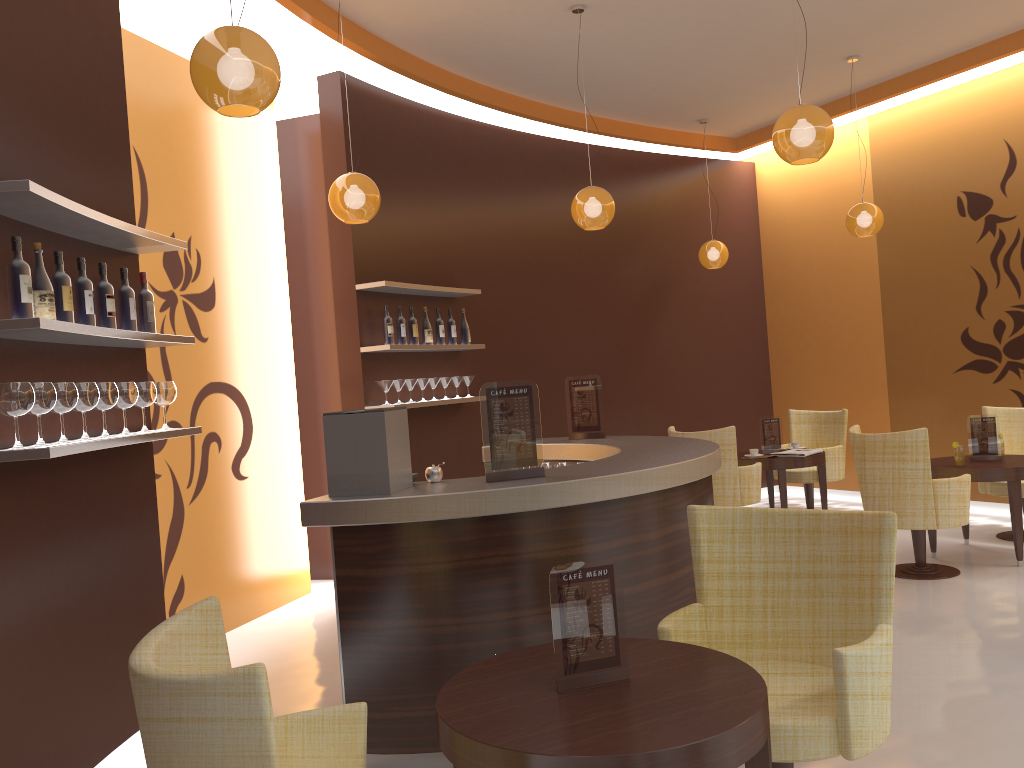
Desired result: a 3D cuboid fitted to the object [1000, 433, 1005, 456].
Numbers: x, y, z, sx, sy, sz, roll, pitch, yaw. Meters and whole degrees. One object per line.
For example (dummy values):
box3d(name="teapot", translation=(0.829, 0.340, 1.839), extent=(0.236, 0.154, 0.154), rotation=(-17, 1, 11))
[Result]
box3d(name="object", translation=(3.642, 0.456, 6.629), extent=(0.067, 0.171, 0.072), rotation=(-4, 0, 17))

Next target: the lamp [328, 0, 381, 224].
box3d(name="lamp", translation=(-0.957, -1.687, 5.137), extent=(0.299, 1.500, 0.299), rotation=(-4, 0, -13))

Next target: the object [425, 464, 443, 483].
box3d(name="object", translation=(-0.338, 0.388, 3.845), extent=(0.075, 0.077, 0.075), rotation=(-4, 0, 28))

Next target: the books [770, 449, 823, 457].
box3d(name="books", translation=(2.509, 0.606, 7.801), extent=(0.367, 0.035, 0.345), rotation=(-4, 0, -41))

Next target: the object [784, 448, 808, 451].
box3d(name="object", translation=(2.648, 0.601, 8.212), extent=(0.239, 0.021, 0.464), rotation=(-4, 0, -34))

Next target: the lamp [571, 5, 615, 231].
box3d(name="lamp", translation=(0.502, -1.799, 6.001), extent=(0.299, 1.500, 0.299), rotation=(-4, 0, -13))

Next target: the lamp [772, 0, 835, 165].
box3d(name="lamp", translation=(1.415, -1.863, 4.451), extent=(0.299, 1.500, 0.299), rotation=(-4, 0, 37))

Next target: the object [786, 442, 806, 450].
box3d(name="object", translation=(2.628, 0.573, 8.208), extent=(0.153, 0.069, 0.153), rotation=(-4, 0, 43))

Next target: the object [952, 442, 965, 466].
box3d(name="object", translation=(3.163, 0.493, 6.270), extent=(0.067, 0.171, 0.072), rotation=(-4, 0, 42))

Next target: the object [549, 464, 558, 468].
box3d(name="object", translation=(0.268, 0.582, 5.586), extent=(0.067, 0.148, 0.067), rotation=(-4, 0, -23))

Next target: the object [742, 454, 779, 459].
box3d(name="object", translation=(2.126, 0.641, 7.822), extent=(0.239, 0.021, 0.464), rotation=(-4, 0, -17))

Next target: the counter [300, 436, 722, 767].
box3d(name="counter", translation=(0.332, 0.925, 4.700), extent=(1.586, 1.100, 2.917), rotation=(-4, 0, 14))

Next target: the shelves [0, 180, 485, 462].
box3d(name="shelves", translation=(-1.153, -0.244, 5.129), extent=(0.586, 0.902, 4.744), rotation=(-4, 0, 17))

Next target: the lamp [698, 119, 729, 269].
box3d(name="lamp", translation=(1.993, -1.920, 8.975), extent=(0.299, 1.500, 0.299), rotation=(-4, 0, -31))

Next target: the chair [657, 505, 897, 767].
box3d(name="chair", translation=(0.875, 0.931, 2.887), extent=(0.729, 1.017, 0.685), rotation=(-4, 0, 38))

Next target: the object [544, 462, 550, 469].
box3d(name="object", translation=(0.225, 0.585, 5.765), extent=(0.067, 0.148, 0.067), rotation=(-4, 0, -26))

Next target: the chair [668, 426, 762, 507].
box3d(name="chair", translation=(1.740, 0.853, 7.552), extent=(0.685, 1.017, 0.729), rotation=(-4, 0, -34))

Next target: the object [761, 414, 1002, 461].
box3d(name="object", translation=(2.923, 0.426, 7.245), extent=(0.187, 0.335, 2.090), rotation=(-4, 0, -34))

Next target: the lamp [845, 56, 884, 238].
box3d(name="lamp", translation=(2.906, -1.984, 7.425), extent=(0.299, 1.500, 0.299), rotation=(-4, 0, 12))

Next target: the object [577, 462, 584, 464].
box3d(name="object", translation=(0.439, 0.569, 5.582), extent=(0.067, 0.148, 0.067), rotation=(-4, 0, -13))

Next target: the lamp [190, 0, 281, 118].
box3d(name="lamp", translation=(-0.989, -1.679, 3.028), extent=(0.299, 1.500, 0.299), rotation=(-4, 0, 38))

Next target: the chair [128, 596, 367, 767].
box3d(name="chair", translation=(-0.470, 1.034, 2.027), extent=(0.685, 1.017, 0.729), rotation=(-4, 0, -24))

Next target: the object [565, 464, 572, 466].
box3d(name="object", translation=(0.361, 0.576, 5.499), extent=(0.067, 0.148, 0.067), rotation=(-4, 0, -44))

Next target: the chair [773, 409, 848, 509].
box3d(name="chair", translation=(2.911, 0.762, 8.634), extent=(0.685, 1.017, 0.729), rotation=(-4, 0, -31))

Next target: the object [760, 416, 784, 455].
box3d(name="object", translation=(2.364, 0.466, 8.070), extent=(0.209, 0.335, 0.042), rotation=(-4, 0, -8))

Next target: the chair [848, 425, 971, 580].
box3d(name="chair", translation=(2.720, 0.783, 6.056), extent=(0.685, 1.017, 0.729), rotation=(-4, 0, -14))

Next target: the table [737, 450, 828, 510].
box3d(name="table", translation=(2.395, 0.972, 8.021), extent=(0.872, 0.679, 0.874), rotation=(-4, 0, 6))

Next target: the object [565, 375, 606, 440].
box3d(name="object", translation=(0.475, 0.152, 5.790), extent=(0.258, 0.414, 0.052), rotation=(-4, 0, 28))

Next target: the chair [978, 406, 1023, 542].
box3d(name="chair", translation=(4.049, 0.681, 6.941), extent=(0.685, 1.017, 0.729), rotation=(-4, 0, -42))

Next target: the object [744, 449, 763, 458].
box3d(name="object", translation=(2.138, 0.611, 7.834), extent=(0.153, 0.069, 0.153), rotation=(-4, 0, -4))

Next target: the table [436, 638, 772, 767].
box3d(name="table", translation=(0.257, 1.149, 2.377), extent=(0.872, 0.679, 0.874), rotation=(-4, 0, 16))

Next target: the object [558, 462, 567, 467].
box3d(name="object", translation=(0.330, 0.577, 5.682), extent=(0.067, 0.148, 0.067), rotation=(-4, 0, 36))

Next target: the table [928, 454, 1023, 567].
box3d(name="table", translation=(3.453, 0.897, 6.429), extent=(0.872, 0.679, 0.874), rotation=(-4, 0, 1))
